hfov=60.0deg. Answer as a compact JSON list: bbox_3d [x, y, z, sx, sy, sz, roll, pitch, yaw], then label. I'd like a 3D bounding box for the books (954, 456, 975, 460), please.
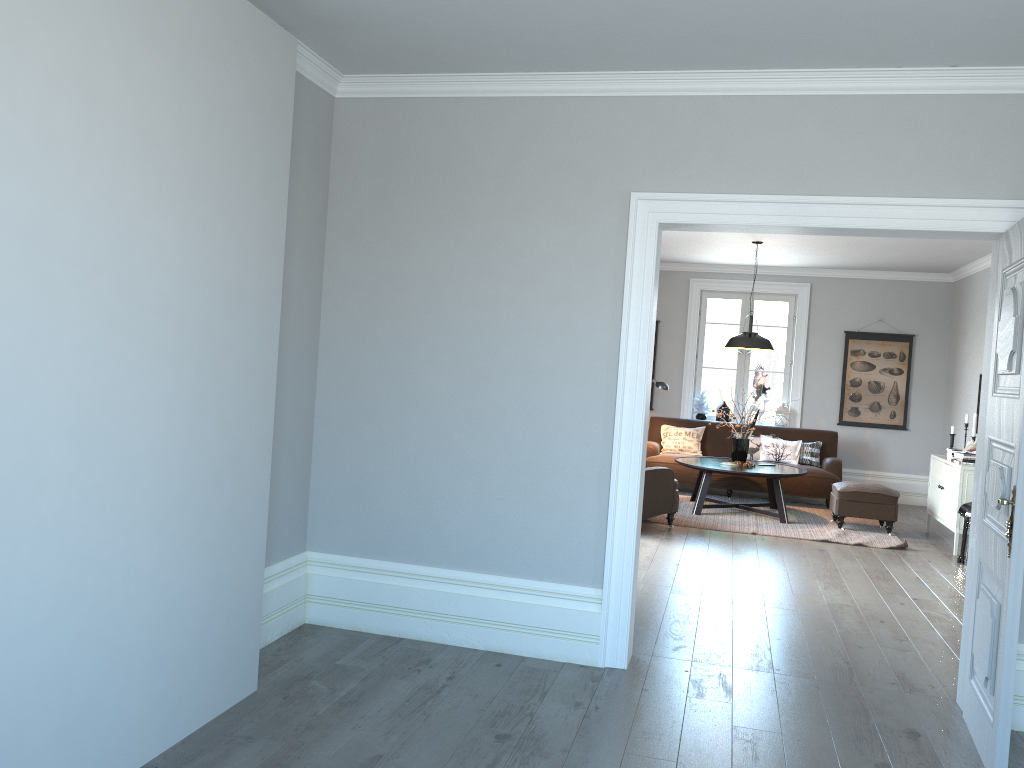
[{"bbox_3d":[4.038,0.653,7.780,0.235,0.014,0.184,4,2,3],"label":"books"}]

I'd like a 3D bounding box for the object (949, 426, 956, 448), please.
[{"bbox_3d":[4.083,0.540,8.231,0.083,0.311,0.083,4,1,-9],"label":"object"}]

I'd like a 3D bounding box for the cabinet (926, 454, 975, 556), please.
[{"bbox_3d":[4.061,1.075,7.987,0.408,0.757,1.152,4,2,14],"label":"cabinet"}]

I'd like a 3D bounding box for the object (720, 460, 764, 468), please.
[{"bbox_3d":[2.299,0.793,8.866,0.404,0.067,0.153,5,2,31],"label":"object"}]

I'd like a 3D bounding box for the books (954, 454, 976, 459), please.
[{"bbox_3d":[4.034,0.637,7.775,0.235,0.017,0.184,4,2,1],"label":"books"}]

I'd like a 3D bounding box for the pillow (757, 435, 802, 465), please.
[{"bbox_3d":[3.031,0.749,10.037,0.471,0.309,0.188,4,1,15],"label":"pillow"}]

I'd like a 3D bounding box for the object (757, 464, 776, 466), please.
[{"bbox_3d":[2.615,0.829,9.111,0.207,0.011,0.051,3,2,-26],"label":"object"}]

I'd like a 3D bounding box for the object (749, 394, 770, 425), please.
[{"bbox_3d":[3.003,0.322,10.783,0.239,0.410,0.128,4,1,10],"label":"object"}]

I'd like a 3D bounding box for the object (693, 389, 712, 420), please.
[{"bbox_3d":[2.349,0.263,11.020,0.247,0.424,0.263,3,2,-40],"label":"object"}]

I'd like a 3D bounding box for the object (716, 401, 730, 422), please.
[{"bbox_3d":[2.610,0.353,10.963,0.155,0.284,0.155,4,1,4],"label":"object"}]

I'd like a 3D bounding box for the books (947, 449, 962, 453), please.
[{"bbox_3d":[4.090,0.611,8.006,0.260,0.010,0.196,4,2,12],"label":"books"}]

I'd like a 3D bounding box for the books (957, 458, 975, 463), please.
[{"bbox_3d":[4.050,0.674,7.778,0.238,0.027,0.175,4,2,11],"label":"books"}]

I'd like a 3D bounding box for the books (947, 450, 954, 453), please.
[{"bbox_3d":[4.093,0.621,8.004,0.265,0.010,0.196,4,2,14],"label":"books"}]

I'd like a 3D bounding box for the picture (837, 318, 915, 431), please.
[{"bbox_3d":[4.342,-0.131,10.576,0.793,1.313,0.057,4,1,14],"label":"picture"}]

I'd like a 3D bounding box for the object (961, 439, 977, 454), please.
[{"bbox_3d":[4.047,0.552,7.784,0.194,0.127,0.192,4,1,7],"label":"object"}]

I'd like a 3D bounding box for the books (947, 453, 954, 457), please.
[{"bbox_3d":[4.097,0.653,8.009,0.271,0.016,0.222,4,2,14],"label":"books"}]

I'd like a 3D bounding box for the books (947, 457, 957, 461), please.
[{"bbox_3d":[4.095,0.687,8.008,0.271,0.022,0.200,4,2,16],"label":"books"}]

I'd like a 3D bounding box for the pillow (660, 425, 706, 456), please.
[{"bbox_3d":[1.995,0.664,10.414,0.519,0.368,0.240,4,1,14],"label":"pillow"}]

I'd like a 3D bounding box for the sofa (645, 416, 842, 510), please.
[{"bbox_3d":[2.604,0.882,10.152,2.165,0.824,0.968,4,1,14],"label":"sofa"}]

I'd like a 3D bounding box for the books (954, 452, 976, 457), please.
[{"bbox_3d":[4.036,0.622,7.779,0.235,0.014,0.184,4,2,1],"label":"books"}]

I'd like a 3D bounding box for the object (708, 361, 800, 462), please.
[{"bbox_3d":[2.426,0.296,8.859,0.853,1.066,0.525,4,1,-15],"label":"object"}]

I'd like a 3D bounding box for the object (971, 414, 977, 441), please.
[{"bbox_3d":[4.255,0.480,8.167,0.066,0.457,0.066,3,1,-19],"label":"object"}]

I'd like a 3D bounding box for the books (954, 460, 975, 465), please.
[{"bbox_3d":[4.034,0.694,7.790,0.243,0.014,0.196,4,2,14],"label":"books"}]

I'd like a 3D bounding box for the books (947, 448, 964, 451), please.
[{"bbox_3d":[4.094,0.602,8.012,0.263,0.008,0.212,4,2,15],"label":"books"}]

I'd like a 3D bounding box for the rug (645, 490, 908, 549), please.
[{"bbox_3d":[2.311,1.262,8.997,2.819,0.090,2.400,4,2,14],"label":"rug"}]

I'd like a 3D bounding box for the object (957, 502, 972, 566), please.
[{"bbox_3d":[3.781,1.159,7.137,0.323,0.599,0.323,4,1,14],"label":"object"}]

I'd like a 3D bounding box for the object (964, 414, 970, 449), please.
[{"bbox_3d":[4.157,0.486,8.126,0.092,0.431,0.092,3,1,-27],"label":"object"}]

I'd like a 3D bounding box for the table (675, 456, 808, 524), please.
[{"bbox_3d":[2.287,1.066,8.964,1.300,0.503,1.300,4,2,7],"label":"table"}]

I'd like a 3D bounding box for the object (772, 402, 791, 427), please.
[{"bbox_3d":[3.272,0.384,10.776,0.193,0.322,0.193,4,1,8],"label":"object"}]

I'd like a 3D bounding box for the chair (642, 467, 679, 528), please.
[{"bbox_3d":[0.953,0.847,7.891,0.970,0.795,0.807,3,2,-35],"label":"chair"}]

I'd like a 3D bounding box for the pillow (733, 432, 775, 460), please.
[{"bbox_3d":[2.766,0.736,10.181,0.472,0.347,0.159,4,1,11],"label":"pillow"}]

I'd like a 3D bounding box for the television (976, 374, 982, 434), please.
[{"bbox_3d":[4.554,0.189,8.371,0.041,0.657,1.063,4,2,14],"label":"television"}]

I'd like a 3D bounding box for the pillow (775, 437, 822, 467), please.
[{"bbox_3d":[3.252,0.775,10.097,0.542,0.288,0.183,4,1,15],"label":"pillow"}]

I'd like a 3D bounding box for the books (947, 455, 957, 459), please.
[{"bbox_3d":[4.086,0.668,8.003,0.253,0.016,0.200,4,2,12],"label":"books"}]

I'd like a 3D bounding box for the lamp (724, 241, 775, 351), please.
[{"bbox_3d":[2.424,-0.890,8.921,0.504,1.075,0.504,3,1,-29],"label":"lamp"}]

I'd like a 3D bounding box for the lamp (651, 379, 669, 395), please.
[{"bbox_3d":[1.197,0.373,10.537,0.797,1.644,1.864,3,2,-38],"label":"lamp"}]

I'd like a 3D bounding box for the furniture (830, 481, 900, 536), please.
[{"bbox_3d":[3.346,1.168,8.439,0.583,0.440,0.574,4,2,14],"label":"furniture"}]

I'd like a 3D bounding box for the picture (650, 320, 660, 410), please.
[{"bbox_3d":[1.451,-0.348,11.298,0.793,1.313,0.057,4,1,14],"label":"picture"}]

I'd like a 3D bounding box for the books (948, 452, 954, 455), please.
[{"bbox_3d":[4.089,0.635,8.008,0.251,0.019,0.200,4,2,16],"label":"books"}]
